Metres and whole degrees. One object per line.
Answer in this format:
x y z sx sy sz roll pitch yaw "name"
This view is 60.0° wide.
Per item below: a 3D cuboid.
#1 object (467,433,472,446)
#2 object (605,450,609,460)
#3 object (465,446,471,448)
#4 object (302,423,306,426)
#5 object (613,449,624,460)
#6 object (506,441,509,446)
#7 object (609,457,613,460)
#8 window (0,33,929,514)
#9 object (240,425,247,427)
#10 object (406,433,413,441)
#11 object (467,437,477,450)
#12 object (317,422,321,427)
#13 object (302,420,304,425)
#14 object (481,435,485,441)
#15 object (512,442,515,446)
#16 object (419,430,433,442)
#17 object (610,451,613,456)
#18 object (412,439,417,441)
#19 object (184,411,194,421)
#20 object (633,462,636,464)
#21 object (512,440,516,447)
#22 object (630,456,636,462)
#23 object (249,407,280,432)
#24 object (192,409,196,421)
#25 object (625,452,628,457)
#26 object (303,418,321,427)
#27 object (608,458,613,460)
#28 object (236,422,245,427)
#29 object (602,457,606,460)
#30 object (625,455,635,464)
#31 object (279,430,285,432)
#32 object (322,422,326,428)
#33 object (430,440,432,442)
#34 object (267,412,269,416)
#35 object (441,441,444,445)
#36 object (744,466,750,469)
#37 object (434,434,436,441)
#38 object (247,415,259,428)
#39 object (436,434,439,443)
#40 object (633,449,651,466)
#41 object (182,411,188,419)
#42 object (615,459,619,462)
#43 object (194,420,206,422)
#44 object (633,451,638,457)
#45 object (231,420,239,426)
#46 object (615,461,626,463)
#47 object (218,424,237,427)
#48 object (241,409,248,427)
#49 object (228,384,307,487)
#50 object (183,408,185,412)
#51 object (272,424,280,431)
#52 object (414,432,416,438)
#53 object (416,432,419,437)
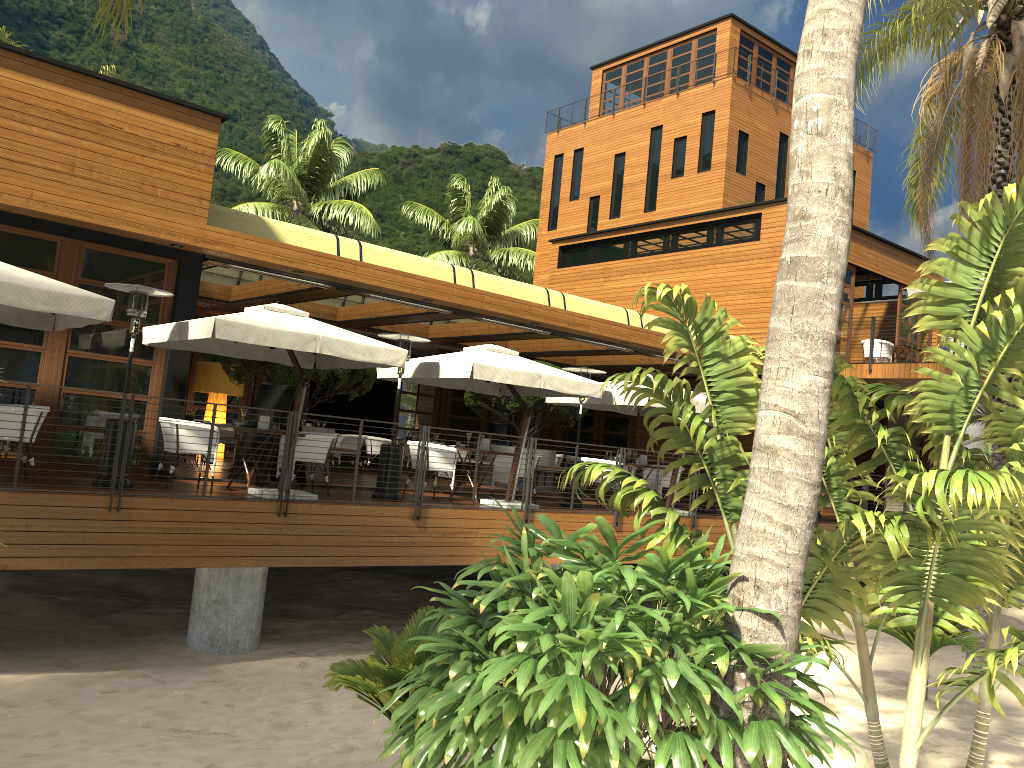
-0.622 0.818 12.712 0.082 0.227 0.082 10 -6 -38 "object"
2.066 1.557 19.317 0.082 0.227 0.082 4 -5 13 "object"
-0.638 0.917 12.781 0.080 0.042 0.080 5 -4 12 "object"
-4.065 0.843 17.339 0.163 0.179 0.168 8 -5 -28 "object"
2.355 1.580 19.456 0.263 0.264 0.263 5 -5 7 "object"
-0.114 1.498 21.447 0.082 0.227 0.082 6 -5 -1 "object"
2.140 1.632 19.238 0.086 0.086 0.086 9 -6 -38 "object"
3.759 -6.070 24.797 14.494 17.993 38.340 3 -5 28 "window"
-3.226 0.511 10.654 0.080 0.042 0.080 2 -6 42 "object"
-2.268 1.185 19.652 0.163 0.179 0.168 7 -5 -19 "object"
-0.581 0.872 13.043 0.167 0.179 0.163 9 -6 -37 "object"
-3.938 0.877 18.011 0.082 0.227 0.082 9 -6 -34 "object"
-4.145 0.816 17.452 0.082 0.227 0.082 1 -7 43 "object"
-0.456 0.872 13.240 0.082 0.227 0.082 1 -7 40 "object"
0.018 1.540 21.850 0.082 0.227 0.082 5 -5 4 "object"
-1.906 1.169 19.515 0.263 0.264 0.263 7 -5 -22 "object"
2.192 1.597 19.708 0.082 0.227 0.082 6 -5 -4 "object"
-2.137 1.240 19.441 0.116 0.065 0.116 7 -5 -18 "object"
-5.689 0.561 15.640 0.163 0.179 0.167 6 -5 -1 "object"
2.123 1.367 15.271 0.080 0.042 0.080 5 -4 12 "object"
0.147 1.519 21.596 0.263 0.264 0.263 5 -5 9 "object"
2.600 1.624 19.158 0.163 0.179 0.167 5 -5 10 "object"
-2.975 0.427 10.686 0.263 0.264 0.263 5 -5 6 "object"
-5.770 0.557 16.066 0.082 0.227 0.082 5 -5 2 "object"
2.468 1.586 19.175 0.082 0.227 0.082 6 -5 -4 "object"
-4.015 0.833 17.723 0.263 0.264 0.263 9 -6 -35 "object"
2.160 1.666 19.528 0.116 0.065 0.116 5 -4 10 "object"
-3.289 0.499 10.731 0.116 0.065 0.116 9 -5 -35 "object"
2.046 1.657 19.714 0.086 0.086 0.086 8 -5 -28 "object"
1.999 1.277 15.164 0.167 0.179 0.163 9 -6 -37 "object"
-2.893 0.583 11.083 0.170 0.025 0.294 9 -5 -39 "object"
-3.747 0.868 17.630 0.082 0.227 0.082 8 -6 -29 "object"
-1.834 1.284 19.791 0.086 0.086 0.086 4 -5 23 "object"
-3.045 0.466 11.113 0.082 0.227 0.082 10 -6 -38 "object"
-1.525 1.287 19.416 0.086 0.086 0.086 3 -5 28 "object"
4.614 1.688 17.313 0.167 0.179 0.163 9 -6 -37 "object"
-1.722 1.220 19.773 0.082 0.227 0.082 8 -6 -28 "object"
-3.169 0.466 10.913 0.163 0.179 0.168 10 -6 -41 "object"
-1.645 1.198 19.368 0.082 0.227 0.082 8 -5 -21 "object"
2.193 1.238 14.934 0.263 0.264 0.263 5 -5 6 "object"
-5.985 0.508 15.885 0.263 0.264 0.263 6 -5 -4 "object"
1.797 1.297 15.055 0.086 0.086 0.086 9 -6 -34 "object"
-5.604 0.669 15.937 0.170 0.025 0.294 6 -4 1 "object"
2.124 1.277 15.360 0.082 0.227 0.082 10 -6 -38 "object"
-3.372 0.486 10.807 0.086 0.086 0.086 9 -6 -34 "object"
1.787 1.311 14.841 0.170 0.025 0.294 9 -5 -39 "object"
-3.382 0.500 10.594 0.170 0.025 0.294 9 -5 -39 "object"
-3.210 0.411 10.585 0.082 0.227 0.082 10 -6 -38 "object"
-3.359 0.706 12.495 0.769 1.399 0.770 2 -6 35 "object"
-5.821 0.521 15.631 0.082 0.227 0.082 7 -5 -15 "object"
-2.894 0.537 10.879 0.086 0.086 0.086 9 -6 -34 "object"
-2.141 1.174 19.705 0.082 0.227 0.082 8 -5 -21 "object"
-2.058 1.151 19.274 0.082 0.227 0.082 8 -6 -28 "object"
